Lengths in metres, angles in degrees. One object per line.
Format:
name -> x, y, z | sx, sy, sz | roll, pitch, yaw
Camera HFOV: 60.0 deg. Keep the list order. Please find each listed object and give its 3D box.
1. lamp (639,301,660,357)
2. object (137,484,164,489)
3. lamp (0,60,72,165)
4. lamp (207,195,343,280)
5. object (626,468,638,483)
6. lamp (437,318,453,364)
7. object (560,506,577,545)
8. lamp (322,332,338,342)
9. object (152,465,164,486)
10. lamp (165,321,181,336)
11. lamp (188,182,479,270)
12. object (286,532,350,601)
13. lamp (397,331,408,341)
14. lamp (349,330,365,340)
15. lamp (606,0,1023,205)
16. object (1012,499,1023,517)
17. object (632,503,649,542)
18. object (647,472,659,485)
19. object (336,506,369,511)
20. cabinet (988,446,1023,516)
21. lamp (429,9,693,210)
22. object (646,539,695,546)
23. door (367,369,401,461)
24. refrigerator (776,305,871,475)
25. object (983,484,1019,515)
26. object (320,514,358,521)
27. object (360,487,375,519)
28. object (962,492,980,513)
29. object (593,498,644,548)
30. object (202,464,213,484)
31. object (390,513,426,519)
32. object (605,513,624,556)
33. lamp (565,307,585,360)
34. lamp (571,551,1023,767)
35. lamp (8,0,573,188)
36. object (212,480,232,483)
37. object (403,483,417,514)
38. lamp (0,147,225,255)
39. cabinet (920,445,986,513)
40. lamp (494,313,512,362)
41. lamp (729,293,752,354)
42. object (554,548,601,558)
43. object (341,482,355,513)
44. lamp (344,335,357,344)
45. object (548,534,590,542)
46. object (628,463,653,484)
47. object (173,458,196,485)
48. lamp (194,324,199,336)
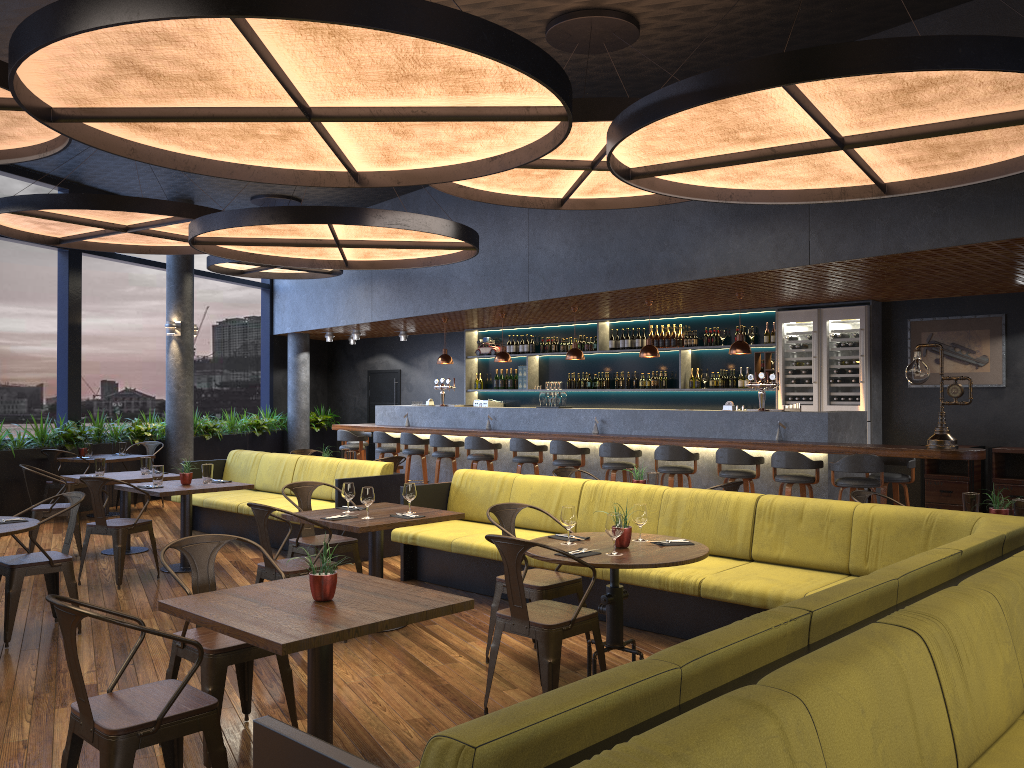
lamp -> 1.651, -0.661, 10.661 | 0.250, 0.673, 0.250 | 0, -1, -14
object -> -3.210, 0.904, 7.848 | 0.255, 0.019, 0.157 | -1, -1, 43
lamp -> -4.241, -2.267, 5.434 | 2.778, 1.159, 2.778 | 0, -1, 21
lamp -> -3.544, -2.242, 13.331 | 1.979, 1.093, 1.979 | 0, -1, 7
object -> 1.039, 0.822, 7.653 | 0.102, 0.178, 0.102 | 0, -1, -11
lamp -> -0.994, -0.634, 13.169 | 0.250, 0.673, 0.250 | 0, -1, 31
object -> 0.313, 0.781, 4.907 | 0.097, 0.206, 0.097 | 0, -1, -22
lamp -> -3.331, -0.862, 16.188 | 0.228, 0.172, 0.228 | -1, -1, 43
object -> -3.204, 0.826, 8.023 | 0.102, 0.178, 0.102 | 1, -1, -41
lamp -> -5.048, -0.829, 13.131 | 0.215, 0.215, 0.189 | 0, -1, 4
lamp -> -1.716, -2.055, 8.765 | 2.778, 1.475, 2.778 | 0, -1, 8
object -> -0.770, 0.732, 3.573 | 0.260, 0.271, 0.238 | 0, -1, -11
lamp -> -1.958, -0.864, 15.980 | 0.228, 0.172, 0.228 | -1, -1, 43
lamp -> -2.737, -0.868, 15.601 | 0.228, 0.172, 0.228 | -1, -1, 43
lamp -> 1.956, -2.092, 5.254 | 2.778, 1.475, 2.778 | 1, -1, -43
object -> 3.119, 0.798, 5.427 | 0.102, 0.178, 0.102 | 0, -1, 29
object -> 0.726, 0.783, 5.018 | 0.097, 0.206, 0.097 | 0, -1, -5
object -> 1.159, 0.818, 7.285 | 0.102, 0.178, 0.102 | 0, -1, 29
object -> -1.136, 0.891, 6.377 | 0.255, 0.019, 0.157 | -1, -1, 44
cabinet -> 5.439, 1.191, 9.457 | 0.553, 1.007, 0.473 | -1, -1, 43
lamp -> 0.642, -2.250, 7.070 | 2.778, 1.159, 2.778 | 0, -1, 4
object -> 0.869, 0.875, 4.918 | 0.255, 0.019, 0.157 | 0, -1, -14
door -> -2.489, 0.751, 17.322 | 1.012, 2.056, 0.137 | -1, -1, 43
refrigerator -> 3.893, 0.128, 10.983 | 1.159, 2.109, 0.454 | -1, -1, 43
object -> 3.037, 0.753, 5.549 | 0.238, 0.271, 0.260 | -1, -1, 45
object -> -1.137, 0.886, 5.922 | 0.157, 0.019, 0.255 | -1, -1, 44
object -> -0.963, 0.792, 5.914 | 0.097, 0.206, 0.097 | -1, -1, 44
object -> 2.993, 0.802, 5.781 | 0.102, 0.178, 0.102 | 0, -1, 29
object -> 0.595, 0.745, 4.808 | 0.238, 0.271, 0.260 | 0, -1, -25
object -> -2.801, 0.827, 8.158 | 0.102, 0.178, 0.102 | 0, -1, 9
object -> -0.721, 0.887, 5.994 | 0.255, 0.019, 0.157 | -1, -1, 44
object -> 0.529, 0.778, 4.589 | 0.097, 0.206, 0.097 | 0, -1, -8
lamp -> 0.814, -0.652, 11.455 | 0.250, 0.673, 0.250 | 0, -1, -14
lamp -> 4.177, 0.278, 3.870 | 3.017, 2.714, 9.057 | -1, -1, 44
lamp -> -1.072, -2.098, 4.709 | 2.778, 1.475, 2.778 | 0, -1, 3
object -> -2.729, 0.909, 8.307 | 0.255, 0.019, 0.157 | -1, -1, 43
object -> -0.712, 0.795, 6.169 | 0.097, 0.206, 0.097 | 0, -1, 35
lamp -> -4.249, -2.220, 9.791 | 2.778, 1.159, 2.778 | 0, -1, -11
cabinet -> 4.935, 1.196, 9.936 | 0.553, 1.007, 0.473 | -1, -1, 43
lamp -> -0.128, -0.642, 12.348 | 0.250, 0.673, 0.250 | 0, -1, -14
lamp -> 2.528, -0.670, 9.830 | 0.250, 0.673, 0.250 | 0, -1, -14
object -> 0.356, 0.872, 4.603 | 0.255, 0.019, 0.157 | 1, -1, -44
object -> -1.145, 0.795, 6.204 | 0.097, 0.206, 0.097 | 0, -1, 35
lamp -> -3.055, -0.853, 17.020 | 0.228, 0.172, 0.228 | -1, -1, 43
object -> 0.341, 0.877, 5.078 | 0.157, 0.019, 0.255 | 1, -1, -40
object -> 1.068, 0.773, 7.431 | 0.238, 0.271, 0.260 | 0, -1, -25
object -> -2.957, 0.780, 8.074 | 0.238, 0.271, 0.260 | 0, -1, -8
lamp -> -4.932, -0.823, 13.683 | 0.215, 0.215, 0.189 | 0, -1, 22
